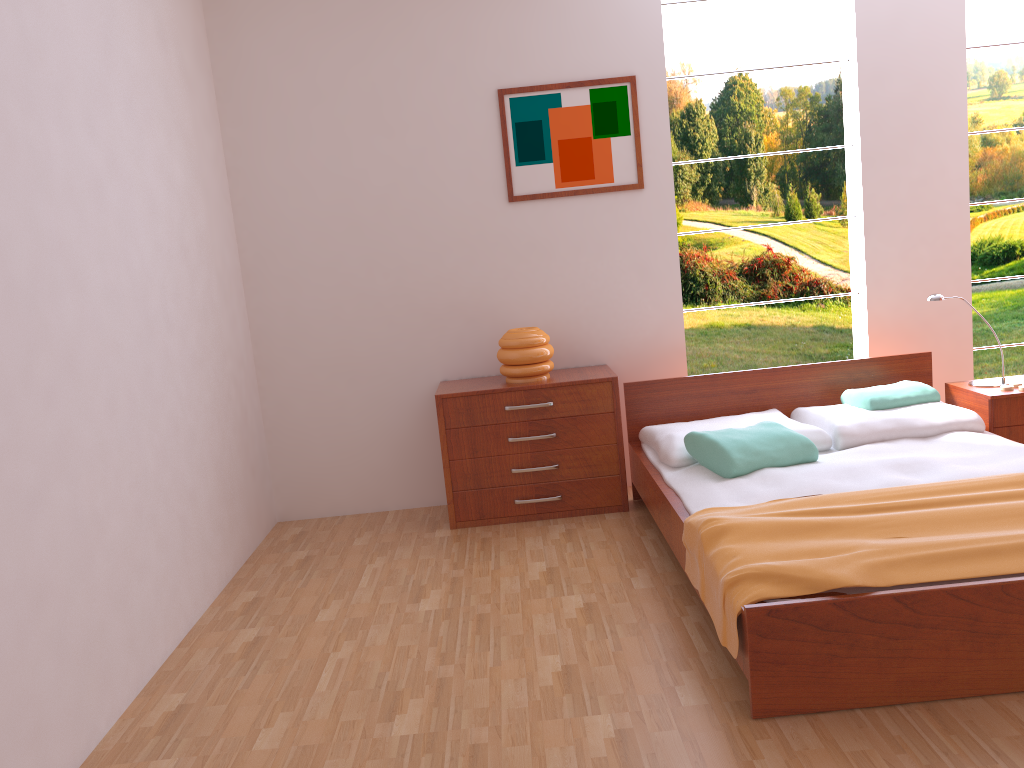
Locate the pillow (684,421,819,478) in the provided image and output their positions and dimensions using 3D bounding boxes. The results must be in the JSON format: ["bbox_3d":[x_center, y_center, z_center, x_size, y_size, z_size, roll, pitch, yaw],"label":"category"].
[{"bbox_3d":[0.925,0.249,3.445,0.425,0.164,0.334,-10,9,-23],"label":"pillow"}]

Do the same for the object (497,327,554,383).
[{"bbox_3d":[0.062,-0.136,4.090,0.264,0.244,0.264,-3,9,17],"label":"object"}]

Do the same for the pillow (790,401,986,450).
[{"bbox_3d":[1.599,0.165,3.816,0.630,0.182,0.574,-6,9,-2],"label":"pillow"}]

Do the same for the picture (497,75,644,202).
[{"bbox_3d":[0.279,-1.147,4.165,0.645,0.517,0.030,-6,9,0],"label":"picture"}]

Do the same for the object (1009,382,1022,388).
[{"bbox_3d":[2.151,0.005,3.787,0.049,0.018,0.049,-8,9,-13],"label":"object"}]

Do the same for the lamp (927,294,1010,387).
[{"bbox_3d":[1.990,-0.195,3.844,0.337,0.421,0.163,-8,9,-12],"label":"lamp"}]

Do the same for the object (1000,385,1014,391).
[{"bbox_3d":[2.091,0.018,3.745,0.049,0.018,0.049,-8,9,-13],"label":"object"}]

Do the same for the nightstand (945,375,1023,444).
[{"bbox_3d":[2.205,0.218,3.867,0.439,0.442,0.377,-6,9,0],"label":"nightstand"}]

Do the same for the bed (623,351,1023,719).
[{"bbox_3d":[1.341,0.337,3.162,1.632,0.560,1.990,-6,9,0],"label":"bed"}]

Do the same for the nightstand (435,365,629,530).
[{"bbox_3d":[0.092,0.286,4.156,0.815,0.626,0.428,-6,9,0],"label":"nightstand"}]

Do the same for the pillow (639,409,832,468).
[{"bbox_3d":[0.922,0.237,3.795,0.682,0.157,0.574,-7,9,-6],"label":"pillow"}]

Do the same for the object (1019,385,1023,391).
[{"bbox_3d":[2.145,0.018,3.705,0.049,0.018,0.049,-8,9,-13],"label":"object"}]

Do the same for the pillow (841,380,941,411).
[{"bbox_3d":[1.646,0.061,3.875,0.322,0.116,0.276,-6,9,-3],"label":"pillow"}]

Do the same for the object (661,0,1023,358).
[{"bbox_3d":[1.853,-1.013,4.299,2.205,1.815,0.033,-6,9,0],"label":"object"}]
